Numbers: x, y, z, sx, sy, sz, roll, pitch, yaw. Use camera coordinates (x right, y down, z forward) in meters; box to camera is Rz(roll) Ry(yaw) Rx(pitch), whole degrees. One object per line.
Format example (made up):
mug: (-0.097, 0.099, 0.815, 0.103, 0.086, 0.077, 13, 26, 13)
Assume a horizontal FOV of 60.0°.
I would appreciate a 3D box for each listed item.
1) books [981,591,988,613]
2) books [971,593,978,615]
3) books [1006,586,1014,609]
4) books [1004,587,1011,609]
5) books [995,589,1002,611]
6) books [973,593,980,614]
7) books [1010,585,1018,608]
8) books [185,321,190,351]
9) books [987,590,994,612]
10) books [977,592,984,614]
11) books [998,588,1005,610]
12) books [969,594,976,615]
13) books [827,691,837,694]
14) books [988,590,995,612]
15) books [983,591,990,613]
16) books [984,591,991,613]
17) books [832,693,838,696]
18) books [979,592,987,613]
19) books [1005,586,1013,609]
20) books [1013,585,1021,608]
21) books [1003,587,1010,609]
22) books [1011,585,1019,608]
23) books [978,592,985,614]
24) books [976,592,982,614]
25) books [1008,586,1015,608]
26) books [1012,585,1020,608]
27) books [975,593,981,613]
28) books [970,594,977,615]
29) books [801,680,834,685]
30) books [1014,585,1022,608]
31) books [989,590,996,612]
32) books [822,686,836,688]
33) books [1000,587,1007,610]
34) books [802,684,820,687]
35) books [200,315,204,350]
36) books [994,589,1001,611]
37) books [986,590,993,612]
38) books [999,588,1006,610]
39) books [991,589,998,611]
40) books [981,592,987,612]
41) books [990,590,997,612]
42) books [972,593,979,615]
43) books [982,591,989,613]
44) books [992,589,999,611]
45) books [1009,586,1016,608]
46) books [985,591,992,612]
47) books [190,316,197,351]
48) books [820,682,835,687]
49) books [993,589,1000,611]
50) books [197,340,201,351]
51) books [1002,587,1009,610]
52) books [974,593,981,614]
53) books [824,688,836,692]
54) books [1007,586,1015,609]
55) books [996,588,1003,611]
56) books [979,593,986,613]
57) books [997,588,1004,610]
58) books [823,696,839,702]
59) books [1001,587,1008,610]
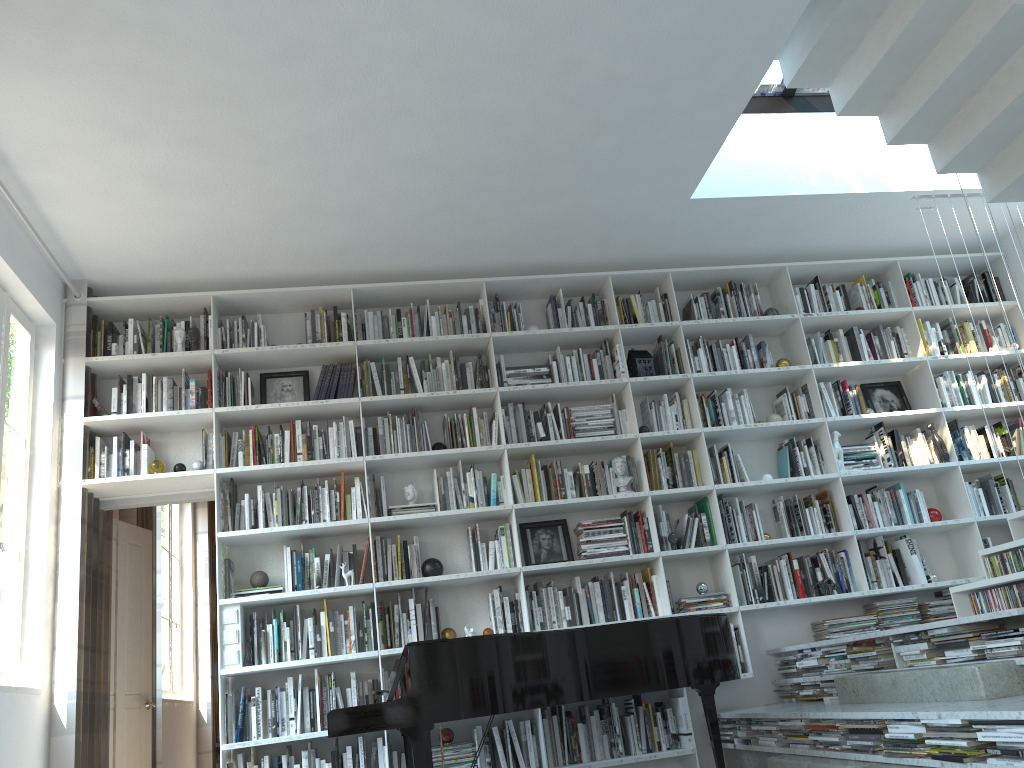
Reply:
books: (2.516, 1.134, 4.610, 0.125, 0.125, 0.008, -4, -19, -10)
books: (2.503, 1.165, 4.693, 0.125, 0.125, 0.010, -4, -19, -10)
books: (2.543, 1.067, 4.430, 0.125, 0.125, 0.007, -4, -19, -10)
books: (2.541, 1.072, 4.445, 0.125, 0.125, 0.009, -4, -19, -10)
books: (2.531, 1.097, 4.510, 0.125, 0.125, 0.007, -4, -19, -10)
books: (2.506, 1.159, 4.676, 0.125, 0.125, 0.007, -4, -19, -10)
books: (2.548, 1.056, 4.403, 0.125, 0.125, 0.008, -4, -19, -10)
books: (-1.991, -0.242, 5.479, 0.027, 0.258, 0.147, -4, -19, -10)
books: (2.522, 1.118, 4.567, 0.125, 0.125, 0.007, -4, -19, -10)
books: (2.510, 1.148, 4.648, 0.125, 0.125, 0.010, -4, -19, -10)
books: (2.535, 1.089, 4.489, 0.125, 0.125, 0.008, -4, -19, -10)
books: (2.501, 1.171, 4.708, 0.125, 0.125, 0.008, -4, -19, -10)
books: (1.798, 1.620, 4.694, 0.161, 0.012, 0.255, -4, -20, -9)
books: (2.524, 1.115, 4.560, 0.125, 0.125, 0.007, -4, -19, -10)
books: (2.518, 1.129, 4.596, 0.125, 0.125, 0.008, -4, -19, -10)
books: (2.519, 1.126, 4.589, 0.125, 0.125, 0.008, -4, -19, -10)
books: (1.806, 1.632, 4.691, 0.138, 0.014, 0.215, -5, -19, -6)
books: (2.514, 1.140, 4.625, 0.125, 0.125, 0.009, -4, -19, -10)
books: (2.542, 1.069, 4.437, 0.125, 0.125, 0.008, -4, -19, -10)
books: (2.551, 1.048, 4.381, 0.125, 0.125, 0.007, -4, -19, -10)
books: (2.540, 1.075, 4.452, 0.125, 0.125, 0.008, -4, -19, -10)
books: (2.549, 1.054, 4.395, 0.125, 0.125, 0.007, -4, -19, -10)
books: (2.511, 1.145, 4.640, 0.125, 0.125, 0.007, -4, -19, -10)
books: (2.509, 1.151, 4.656, 0.125, 0.125, 0.008, -4, -19, -10)
books: (2.546, 1.062, 4.416, 0.125, 0.125, 0.009, -4, -19, -10)
books: (2.550, 1.051, 4.388, 0.125, 0.125, 0.007, -4, -19, -10)
books: (2.508, 1.154, 4.662, 0.125, 0.125, 0.008, -4, -19, -10)
books: (2.502, 1.168, 4.701, 0.125, 0.125, 0.008, -4, -19, -10)
books: (1.751, 1.677, 5.001, 0.149, 0.014, 0.229, -3, -20, -12)
books: (2.552, 1.046, 4.374, 0.125, 0.125, 0.010, -4, -19, -10)
books: (2.525, 1.113, 4.553, 0.125, 0.125, 0.008, -4, -19, -10)
books: (1.786, 1.595, 4.702, 0.178, 0.009, 0.278, -4, -20, -9)
books: (2.537, 1.083, 4.474, 0.125, 0.125, 0.009, -4, -19, -10)
books: (1.751, 1.688, 4.997, 0.144, 0.009, 0.250, -5, -19, -6)
books: (-1.906, -0.259, 5.503, 0.022, 0.285, 0.176, -4, -19, -10)
books: (2.530, 1.099, 4.517, 0.125, 0.125, 0.007, -4, -19, -10)
books: (2.521, 1.121, 4.574, 0.125, 0.125, 0.007, -4, -19, -10)
books: (2.536, 1.086, 4.481, 0.125, 0.125, 0.007, -4, -19, -10)
books: (2.527, 1.108, 4.540, 0.125, 0.125, 0.007, -4, -19, -10)
books: (2.515, 1.137, 4.617, 0.125, 0.125, 0.007, -4, -19, -10)
books: (2.526, 1.110, 4.547, 0.125, 0.125, 0.008, -4, -19, -10)
books: (2.505, 1.162, 4.684, 0.125, 0.125, 0.009, -4, -19, -10)
books: (2.517, 1.132, 4.604, 0.125, 0.125, 0.008, -4, -19, -10)
books: (2.528, 1.105, 4.532, 0.125, 0.125, 0.008, -4, -19, -10)
books: (2.547, 1.059, 4.409, 0.125, 0.125, 0.007, -4, -19, -10)
books: (2.520, 1.123, 4.581, 0.125, 0.125, 0.008, -4, -19, -10)
books: (-1.975, -0.254, 5.499, 0.013, 0.291, 0.155, -4, -19, -10)
books: (1.779, 1.583, 4.705, 0.181, 0.017, 0.251, -3, -20, -13)
books: (2.529, 1.102, 4.525, 0.125, 0.125, 0.009, -4, -19, -10)
books: (-1.925, -0.210, 5.483, 0.028, 0.184, 0.168, -4, -19, -10)
books: (2.539, 1.078, 4.460, 0.125, 0.125, 0.009, -4, -19, -10)
books: (2.507, 1.156, 4.669, 0.125, 0.125, 0.007, -4, -19, -10)
books: (1.792, 1.607, 4.698, 0.156, 0.017, 0.264, -3, -20, -14)
books: (2.544, 1.064, 4.423, 0.125, 0.125, 0.008, -4, -19, -10)
books: (2.532, 1.094, 4.503, 0.125, 0.125, 0.008, -4, -19, -10)
books: (2.513, 1.142, 4.632, 0.125, 0.125, 0.009, -4, -19, -10)
books: (2.533, 1.091, 4.496, 0.125, 0.125, 0.009, -4, -19, -10)
books: (1.783, 1.654, 4.680, 0.189, 0.028, 0.203, -2, -20, -15)
books: (2.538, 1.080, 4.466, 0.125, 0.125, 0.008, -4, -19, -10)
